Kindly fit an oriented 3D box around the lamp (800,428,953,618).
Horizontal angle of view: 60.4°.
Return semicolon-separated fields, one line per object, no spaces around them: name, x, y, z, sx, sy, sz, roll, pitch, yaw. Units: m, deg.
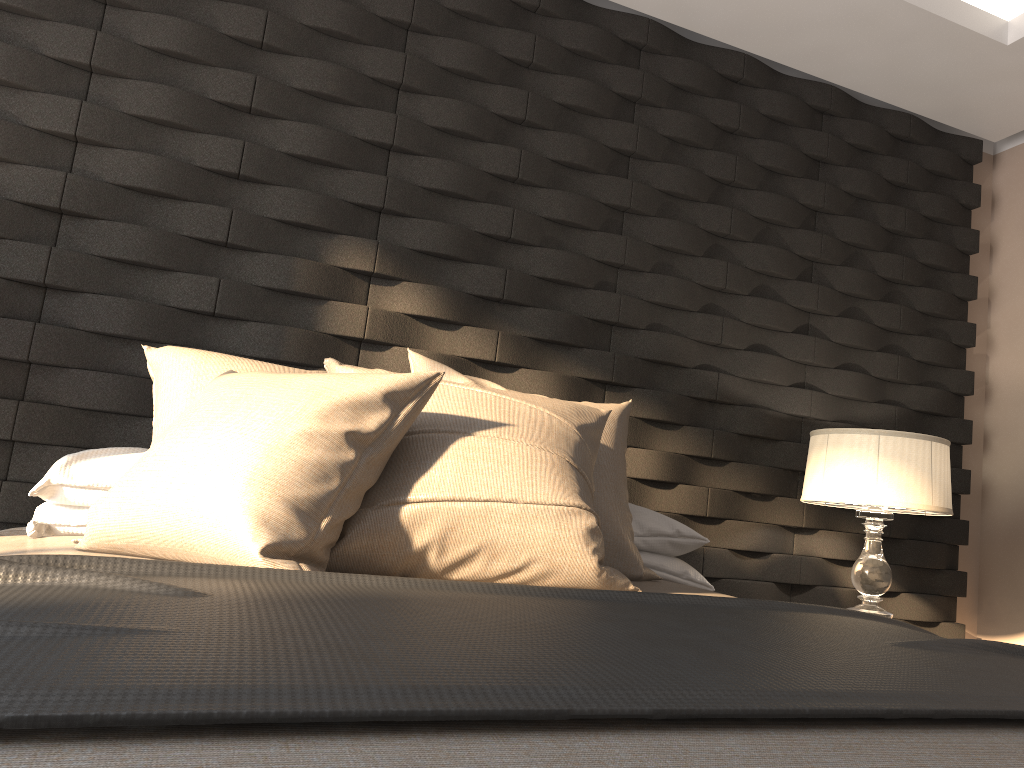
lamp;1.145;0.483;2.786;0.444;0.633;0.486;1;-10;31

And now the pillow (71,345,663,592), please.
pillow;-0.162;0.129;1.831;1.302;0.520;0.866;9;-9;-20

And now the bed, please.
bed;-0.066;0.646;1.405;2.375;0.626;2.204;9;-9;-20

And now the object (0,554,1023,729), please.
object;0.100;0.429;1.024;2.129;0.323;0.593;9;-9;-23
